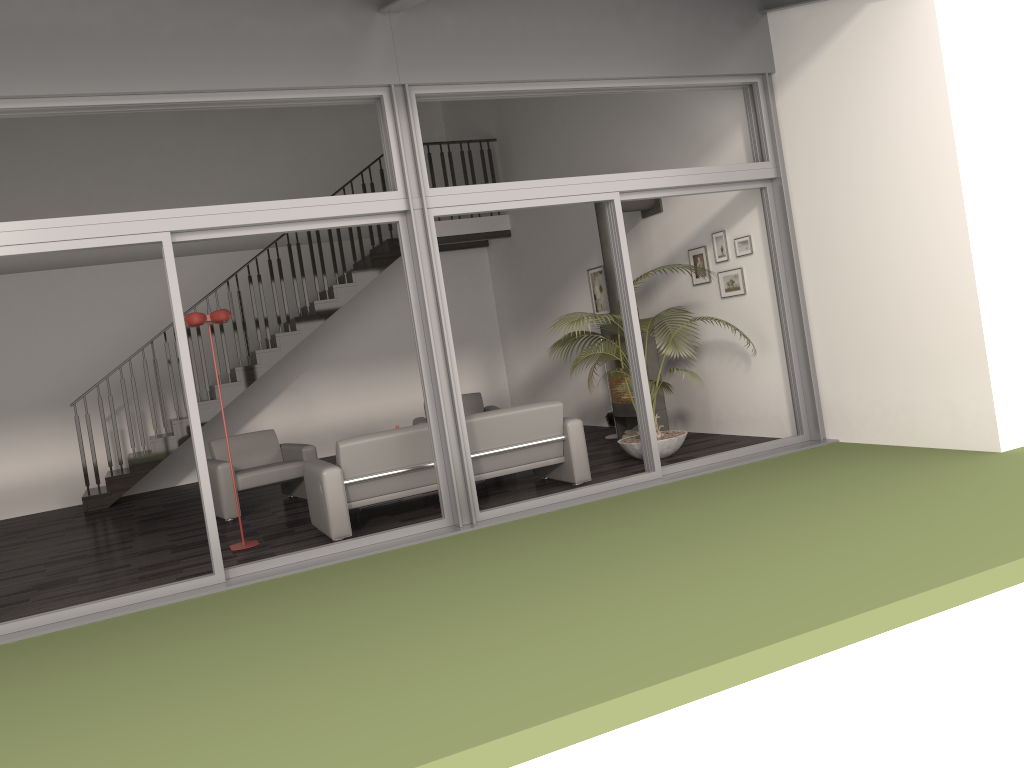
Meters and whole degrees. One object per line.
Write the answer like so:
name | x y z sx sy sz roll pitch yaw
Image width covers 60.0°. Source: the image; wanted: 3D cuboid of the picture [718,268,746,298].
picture | 2.030 -0.932 8.188 0.015 0.244 0.359 -9 2 -23

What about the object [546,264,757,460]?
object | 1.027 -0.151 7.945 2.124 1.665 1.715 -10 2 -28

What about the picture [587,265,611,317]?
picture | 1.033 -1.094 10.500 0.026 0.577 0.393 -9 1 -23

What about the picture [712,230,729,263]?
picture | 1.943 -1.279 8.262 0.015 0.280 0.191 -9 1 -23

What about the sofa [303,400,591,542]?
sofa | -0.534 0.616 7.046 2.119 0.717 0.900 -10 2 -23

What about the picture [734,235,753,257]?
picture | 2.078 -1.236 7.957 0.015 0.166 0.221 -9 2 -23

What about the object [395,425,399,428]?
object | -1.021 0.561 8.089 0.093 0.370 0.092 -9 1 -24

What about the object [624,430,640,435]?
object | 1.242 0.505 9.056 0.073 0.068 0.257 -10 3 -24

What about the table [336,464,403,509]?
table | -1.283 0.869 7.915 0.401 0.341 0.679 -10 3 -23

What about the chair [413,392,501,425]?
chair | -0.560 0.497 9.466 0.964 0.717 0.910 -9 2 -8

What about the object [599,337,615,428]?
object | 1.026 -0.021 9.711 0.078 1.019 0.167 -8 1 29

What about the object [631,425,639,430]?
object | 1.288 0.485 9.172 0.104 0.192 0.305 -9 2 -21

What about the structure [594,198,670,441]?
structure | 1.461 -0.792 9.180 1.118 2.673 0.817 -9 1 -23

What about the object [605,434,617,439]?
object | 1.142 0.011 9.779 0.399 1.125 0.401 -8 1 27

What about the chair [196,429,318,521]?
chair | -2.431 0.836 8.502 0.966 0.717 0.908 -10 2 -33

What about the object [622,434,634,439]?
object | 1.221 0.558 9.015 0.092 0.082 0.266 -10 3 -22

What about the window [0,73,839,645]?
window | -2.081 -0.460 5.508 9.766 3.470 0.384 -10 1 -23

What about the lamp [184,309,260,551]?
lamp | -2.163 0.339 6.691 0.354 1.787 0.364 -9 1 -23

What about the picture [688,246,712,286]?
picture | 1.821 -1.146 8.604 0.015 0.352 0.288 -9 2 -23

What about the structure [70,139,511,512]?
structure | -2.623 -1.022 12.024 6.356 4.092 0.998 -10 1 -23

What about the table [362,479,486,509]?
table | -0.910 0.858 8.071 1.203 0.250 0.599 -10 3 -23
